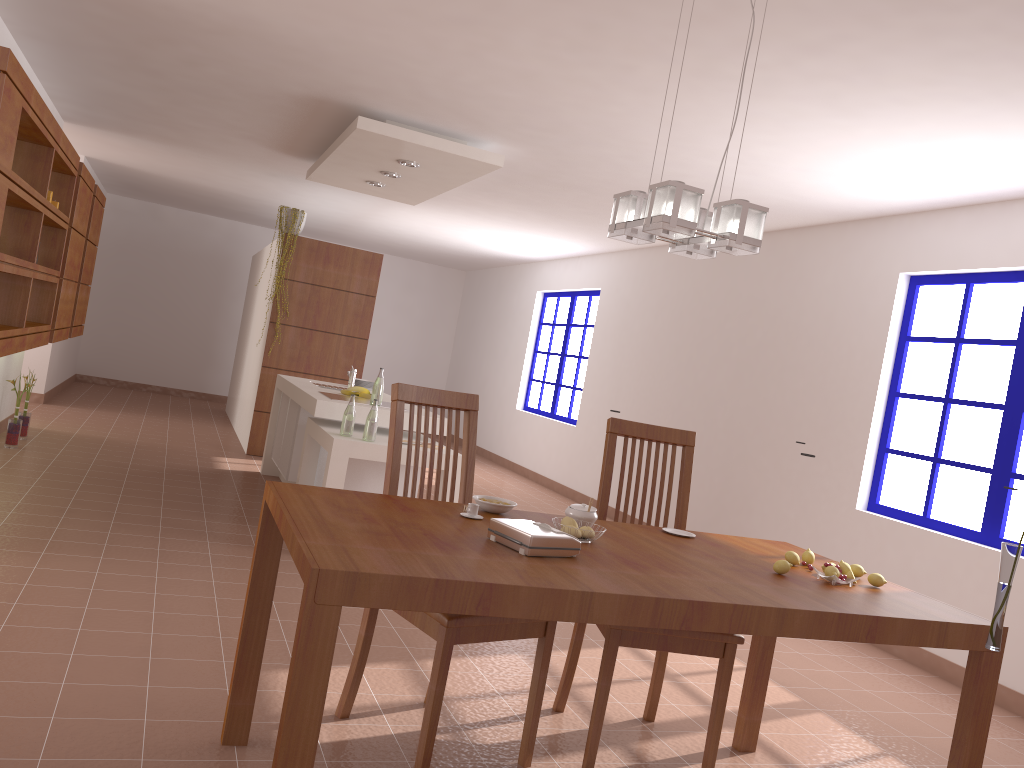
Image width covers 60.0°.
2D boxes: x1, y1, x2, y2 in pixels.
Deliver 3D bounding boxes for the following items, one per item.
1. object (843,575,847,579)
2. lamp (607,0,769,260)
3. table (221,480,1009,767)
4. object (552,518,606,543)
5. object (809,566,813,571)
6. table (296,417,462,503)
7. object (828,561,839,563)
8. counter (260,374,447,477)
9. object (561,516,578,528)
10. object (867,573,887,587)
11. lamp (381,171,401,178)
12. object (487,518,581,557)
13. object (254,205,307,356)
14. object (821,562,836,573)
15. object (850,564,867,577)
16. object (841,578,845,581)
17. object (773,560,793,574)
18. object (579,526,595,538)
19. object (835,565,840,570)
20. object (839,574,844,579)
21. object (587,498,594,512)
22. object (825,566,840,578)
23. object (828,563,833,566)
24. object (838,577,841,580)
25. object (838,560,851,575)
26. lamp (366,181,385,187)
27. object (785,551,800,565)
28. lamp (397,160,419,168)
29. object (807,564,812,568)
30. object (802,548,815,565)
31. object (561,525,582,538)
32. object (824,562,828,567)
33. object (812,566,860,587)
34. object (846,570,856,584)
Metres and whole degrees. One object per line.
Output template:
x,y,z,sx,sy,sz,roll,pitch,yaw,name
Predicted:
0.932,0.541,2.485,0.014,0.014,0.012,10,1,-9,object
0.539,-0.828,2.397,0.304,0.919,0.304,10,1,-21,lamp
0.232,0.813,2.391,1.800,0.740,0.900,10,1,-21,table
0.180,0.406,2.434,0.151,0.041,0.151,11,1,29,object
0.878,0.541,2.602,0.014,0.014,0.012,10,1,-33,object
-0.827,0.623,5.251,0.737,0.647,1.003,10,1,-21,table
0.934,0.521,2.575,0.034,0.011,0.037,11,1,29,object
-1.188,0.464,6.231,0.821,0.800,2.156,10,1,-21,counter
0.161,0.394,2.472,0.048,0.044,0.055,9,1,-41,object
1.041,0.560,2.532,0.043,0.038,0.043,10,1,-32,object
-0.844,-1.481,6.197,0.143,0.059,0.143,10,1,7,lamp
0.069,0.378,2.209,0.195,0.062,0.176,10,1,-36,object
-2.077,-0.906,7.897,0.279,1.344,0.297,11,1,28,object
0.927,0.539,2.585,0.041,0.039,0.044,11,1,32,object
1.023,0.555,2.634,0.043,0.038,0.043,10,1,-32,object
0.920,0.547,2.467,0.013,0.014,0.014,10,1,8,object
0.749,0.508,2.462,0.041,0.041,0.042,10,1,-35,object
0.204,0.407,2.441,0.048,0.033,0.060,10,1,-22,object
0.935,0.527,2.549,0.012,0.014,0.014,9,1,-40,object
0.912,0.541,2.494,0.040,0.023,0.049,11,1,25,object
0.220,0.361,2.538,0.010,0.075,0.015,10,1,-21,object
0.889,0.524,2.463,0.043,0.038,0.042,9,1,-45,object
0.918,0.524,2.559,0.014,0.014,0.012,10,1,0,object
0.909,0.545,2.471,0.014,0.013,0.014,10,1,3,object
0.962,0.537,2.568,0.039,0.049,0.039,10,1,-13,object
-1.019,-1.520,6.663,0.143,0.059,0.143,10,1,7,lamp
0.838,0.521,2.651,0.042,0.041,0.041,11,1,44,object
-0.665,-1.441,5.726,0.143,0.059,0.143,10,1,-38,lamp
0.888,0.543,2.646,0.014,0.012,0.014,10,1,-17,object
0.906,0.529,2.712,0.038,0.053,0.039,10,1,14,object
0.162,0.401,2.413,0.061,0.032,0.048,11,1,38,object
0.912,0.524,2.572,0.014,0.014,0.013,11,1,36,object
0.901,0.539,2.473,0.092,0.032,0.091,10,1,-21,object
0.961,0.547,2.512,0.033,0.036,0.039,10,1,16,object
